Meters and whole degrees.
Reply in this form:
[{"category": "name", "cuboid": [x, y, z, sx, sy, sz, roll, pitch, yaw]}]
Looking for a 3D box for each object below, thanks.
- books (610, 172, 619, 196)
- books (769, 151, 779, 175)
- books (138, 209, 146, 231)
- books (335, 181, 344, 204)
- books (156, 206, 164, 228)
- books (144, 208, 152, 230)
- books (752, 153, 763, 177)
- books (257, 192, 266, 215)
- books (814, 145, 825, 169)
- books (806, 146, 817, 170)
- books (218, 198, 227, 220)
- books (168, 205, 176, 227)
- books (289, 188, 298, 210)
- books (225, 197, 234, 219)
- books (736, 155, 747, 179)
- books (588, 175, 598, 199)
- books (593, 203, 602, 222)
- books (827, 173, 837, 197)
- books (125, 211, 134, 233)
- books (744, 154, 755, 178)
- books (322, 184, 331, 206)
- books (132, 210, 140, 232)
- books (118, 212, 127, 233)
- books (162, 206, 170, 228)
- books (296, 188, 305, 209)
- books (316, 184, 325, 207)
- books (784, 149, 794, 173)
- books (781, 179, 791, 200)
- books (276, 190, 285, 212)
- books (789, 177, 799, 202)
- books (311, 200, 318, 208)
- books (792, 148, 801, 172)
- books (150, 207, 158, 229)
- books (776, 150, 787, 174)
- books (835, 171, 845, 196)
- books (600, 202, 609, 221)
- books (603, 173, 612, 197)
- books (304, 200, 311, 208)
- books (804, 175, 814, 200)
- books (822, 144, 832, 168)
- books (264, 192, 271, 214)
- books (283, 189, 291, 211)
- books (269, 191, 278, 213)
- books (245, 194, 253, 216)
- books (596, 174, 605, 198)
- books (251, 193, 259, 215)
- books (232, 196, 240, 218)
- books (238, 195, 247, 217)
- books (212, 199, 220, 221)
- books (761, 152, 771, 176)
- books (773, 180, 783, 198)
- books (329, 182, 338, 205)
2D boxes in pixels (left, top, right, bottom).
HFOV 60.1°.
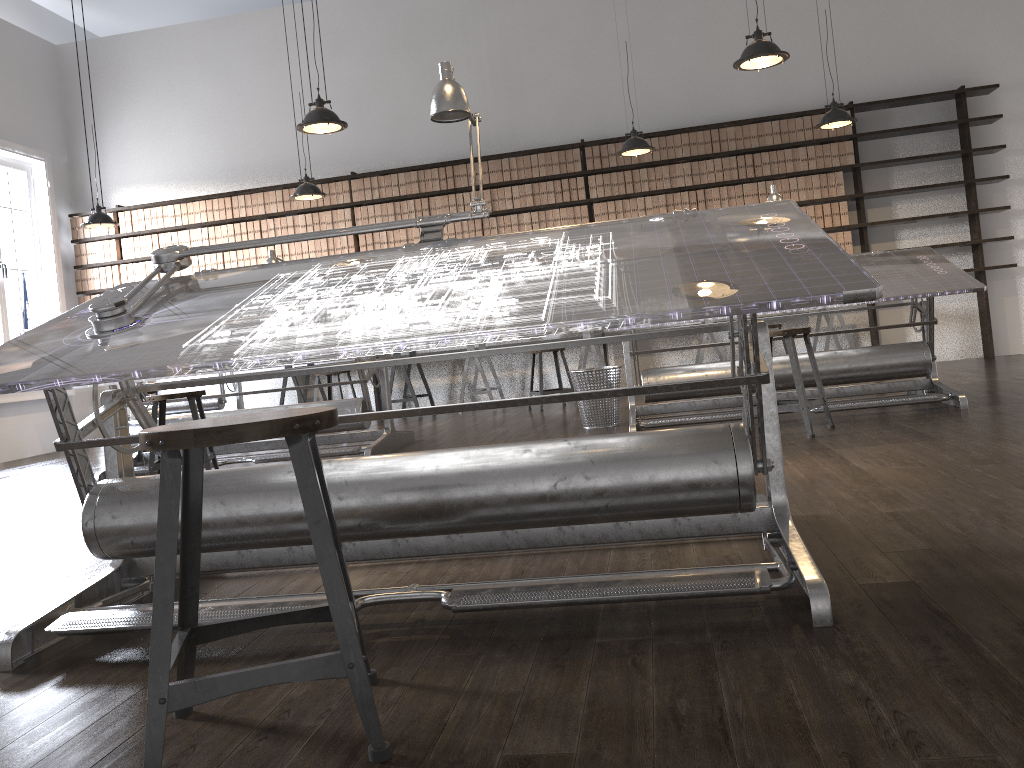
[{"category": "books", "cuboid": [0.990, -1.910, 8.535, 0.066, 0.225, 0.175, -6, 1, 9]}, {"category": "books", "cuboid": [2.446, -2.055, 8.311, 0.066, 0.226, 0.174, -6, 1, 9]}, {"category": "books", "cuboid": [-3.833, -1.706, 9.277, 0.066, 0.226, 0.174, -6, 1, 9]}, {"category": "books", "cuboid": [-1.712, -1.918, 8.950, 0.066, 0.226, 0.174, -6, 1, 9]}, {"category": "books", "cuboid": [-3.628, -1.726, 9.244, 0.067, 0.226, 0.175, -6, 1, 9]}, {"category": "books", "cuboid": [-3.762, -1.713, 9.271, 0.066, 0.226, 0.174, -6, 1, 9]}, {"category": "books", "cuboid": [2.307, -2.042, 8.334, 0.066, 0.226, 0.175, -6, 1, 9]}, {"category": "books", "cuboid": [-2.532, -1.836, 9.074, 0.067, 0.226, 0.175, -6, 1, 9]}, {"category": "books", "cuboid": [2.850, -2.096, 8.248, 0.066, 0.226, 0.175, -6, 1, 9]}, {"category": "books", "cuboid": [2.780, -2.089, 8.255, 0.067, 0.226, 0.175, -6, 1, 9]}, {"category": "books", "cuboid": [-2.953, -1.794, 9.146, 0.066, 0.225, 0.175, -6, 1, 9]}, {"category": "books", "cuboid": [-3.500, -1.739, 9.227, 0.066, 0.225, 0.175, -6, 1, 9]}, {"category": "books", "cuboid": [-2.195, -1.870, 9.029, 0.066, 0.226, 0.174, -6, 1, 9]}, {"category": "books", "cuboid": [-2.881, -1.801, 9.129, 0.067, 0.226, 0.175, -6, 1, 9]}, {"category": "books", "cuboid": [2.160, -2.027, 8.356, 0.066, 0.225, 0.175, -6, 1, 9]}, {"category": "books", "cuboid": [0.785, -1.889, 8.566, 0.066, 0.226, 0.174, -6, 1, 9]}, {"category": "books", "cuboid": [0.836, -1.624, 8.562, 0.066, 0.225, 0.175, -6, 1, 9]}, {"category": "books", "cuboid": [2.959, -1.836, 8.235, 0.066, 0.226, 0.174, -6, 1, 9]}, {"category": "books", "cuboid": [-3.976, -1.691, 9.299, 0.067, 0.226, 0.175, -6, 1, 9]}, {"category": "books", "cuboid": [2.232, -2.034, 8.340, 0.067, 0.226, 0.175, -6, 1, 9]}, {"category": "books", "cuboid": [-1.849, -1.904, 8.973, 0.066, 0.226, 0.175, -6, 1, 9]}, {"category": "books", "cuboid": [-3.902, -1.699, 9.293, 0.066, 0.226, 0.175, -6, 1, 9]}, {"category": "books", "cuboid": [-4.048, -1.684, 9.315, 0.066, 0.225, 0.175, -6, 1, 9]}, {"category": "books", "cuboid": [-3.561, -1.733, 9.238, 0.066, 0.225, 0.175, -6, 1, 9]}, {"category": "books", "cuboid": [-2.127, -1.877, 9.014, 0.066, 0.226, 0.174, -6, 1, 9]}, {"category": "books", "cuboid": [-1.922, -1.897, 8.983, 0.066, 0.225, 0.175, -6, 1, 9]}, {"category": "books", "cuboid": [2.581, -2.069, 8.285, 0.067, 0.226, 0.175, -6, 1, 9]}, {"category": "books", "cuboid": [2.555, -1.796, 8.296, 0.066, 0.226, 0.175, -6, 1, 9]}, {"category": "books", "cuboid": [-2.333, -1.856, 9.044, 0.067, 0.226, 0.175, -6, 1, 9]}, {"category": "books", "cuboid": [2.623, -1.803, 8.282, 0.067, 0.226, 0.175, -6, 1, 9]}, {"category": "books", "cuboid": [-1.985, -1.890, 8.989, 0.067, 0.226, 0.175, -6, 1, 9]}, {"category": "books", "cuboid": [2.647, -2.076, 8.279, 0.066, 0.225, 0.175, -6, 1, 9]}, {"category": "books", "cuboid": [-3.693, -1.720, 9.260, 0.066, 0.226, 0.175, -6, 1, 9]}, {"category": "books", "cuboid": [2.516, -2.062, 8.301, 0.066, 0.226, 0.175, -6, 1, 9]}, {"category": "books", "cuboid": [3.028, -1.843, 8.220, 0.066, 0.226, 0.174, -6, 1, 9]}, {"category": "books", "cuboid": [0.897, -1.630, 8.548, 0.067, 0.226, 0.175, -6, 1, 9]}, {"category": "books", "cuboid": [0.927, -1.903, 8.540, 0.067, 0.226, 0.175, -6, 1, 9]}, {"category": "books", "cuboid": [-2.056, -1.883, 9.000, 0.066, 0.226, 0.175, -6, 1, 9]}, {"category": "books", "cuboid": [2.757, -1.816, 8.265, 0.066, 0.225, 0.175, -6, 1, 9]}, {"category": "books", "cuboid": [2.918, -2.103, 8.239, 0.066, 0.226, 0.174, -6, 1, 9]}, {"category": "books", "cuboid": [-2.466, -1.843, 9.068, 0.066, 0.225, 0.175, -6, 1, 9]}, {"category": "books", "cuboid": [-2.264, -1.863, 9.037, 0.066, 0.226, 0.175, -6, 1, 9]}, {"category": "books", "cuboid": [-2.404, -1.849, 9.057, 0.066, 0.225, 0.175, -6, 1, 9]}, {"category": "books", "cuboid": [-2.667, -1.823, 9.101, 0.066, 0.226, 0.174, -6, 1, 9]}, {"category": "books", "cuboid": [0.856, -1.896, 8.551, 0.066, 0.226, 0.175, -6, 1, 9]}, {"category": "books", "cuboid": [-2.597, -1.830, 9.090, 0.066, 0.226, 0.175, -6, 1, 9]}, {"category": "books", "cuboid": [-2.806, -1.809, 9.123, 0.066, 0.226, 0.175, -6, 1, 9]}, {"category": "books", "cuboid": [-2.737, -1.815, 9.107, 0.066, 0.226, 0.174, -6, 1, 9]}, {"category": "books", "cuboid": [-3.018, -1.787, 9.153, 0.066, 0.225, 0.175, -6, 1, 9]}, {"category": "books", "cuboid": [2.376, -2.048, 8.318, 0.066, 0.226, 0.174, -6, 1, 9]}, {"category": "books", "cuboid": [2.487, -1.789, 8.309, 0.066, 0.226, 0.174, -6, 1, 9]}, {"category": "books", "cuboid": [-1.780, -1.911, 8.964, 0.066, 0.226, 0.174, -6, 1, 9]}]
